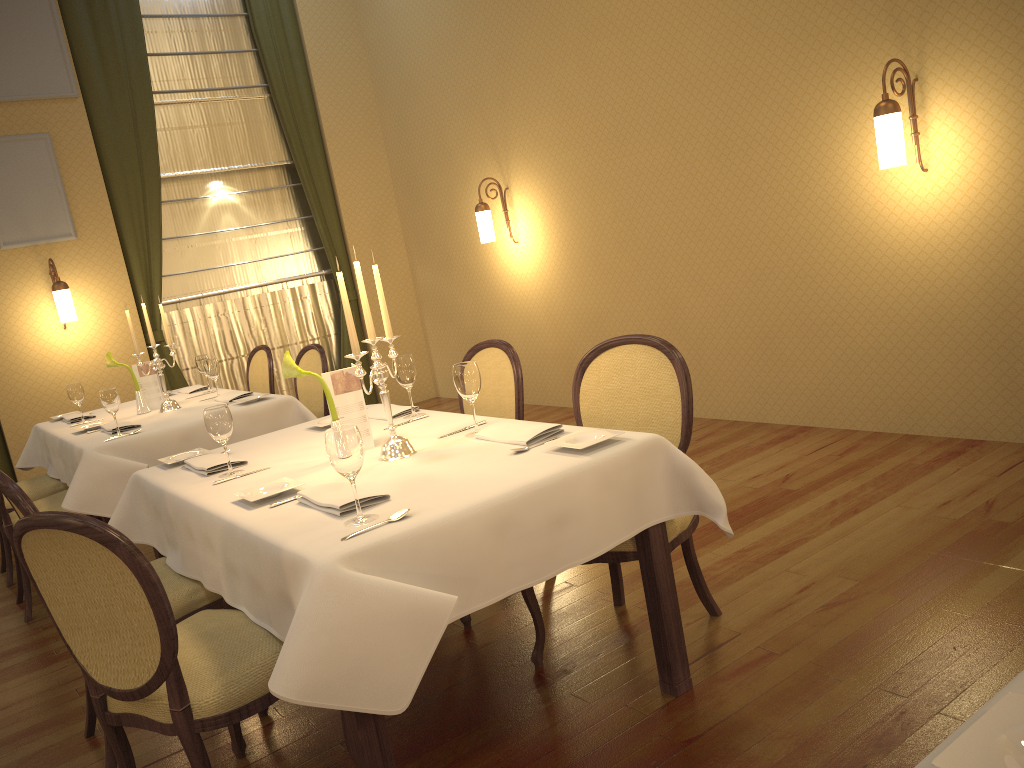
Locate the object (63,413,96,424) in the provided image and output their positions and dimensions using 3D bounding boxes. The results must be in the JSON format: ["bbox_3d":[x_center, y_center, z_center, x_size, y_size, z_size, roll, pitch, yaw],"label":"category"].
[{"bbox_3d":[-2.569,0.198,5.261,0.142,0.033,0.273,-17,11,-34],"label":"object"}]

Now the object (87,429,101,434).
[{"bbox_3d":[-2.113,0.230,4.612,0.185,0.010,0.017,-17,11,-32],"label":"object"}]

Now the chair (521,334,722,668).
[{"bbox_3d":[0.333,0.365,2.796,0.530,0.955,0.571,-4,12,35],"label":"chair"}]

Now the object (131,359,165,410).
[{"bbox_3d":[-2.049,0.004,5.074,0.081,0.277,0.166,-6,11,27],"label":"object"}]

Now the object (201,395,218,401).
[{"bbox_3d":[-1.701,0.073,5.080,0.185,0.010,0.017,-17,11,-33],"label":"object"}]

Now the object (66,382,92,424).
[{"bbox_3d":[-2.478,0.109,5.070,0.088,0.229,0.088,-8,10,14],"label":"object"}]

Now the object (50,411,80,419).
[{"bbox_3d":[-2.747,0.201,5.464,0.160,0.024,0.160,-17,11,-34],"label":"object"}]

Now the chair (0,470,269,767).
[{"bbox_3d":[-1.217,0.653,2.830,0.571,0.955,0.530,-17,11,-34],"label":"chair"}]

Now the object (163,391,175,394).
[{"bbox_3d":[-2.238,0.075,5.634,0.160,0.024,0.160,-17,11,-34],"label":"object"}]

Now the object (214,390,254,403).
[{"bbox_3d":[-1.522,0.069,4.848,0.142,0.033,0.273,-17,11,-34],"label":"object"}]

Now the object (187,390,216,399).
[{"bbox_3d":[-1.866,0.065,5.314,0.185,0.010,0.017,-17,11,-33],"label":"object"}]

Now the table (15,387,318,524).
[{"bbox_3d":[-1.955,0.506,5.126,1.385,0.759,2.152,-17,11,-33],"label":"table"}]

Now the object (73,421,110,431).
[{"bbox_3d":[-2.222,0.231,4.688,0.160,0.024,0.160,-17,11,-34],"label":"object"}]

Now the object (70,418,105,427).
[{"bbox_3d":[-2.403,0.215,5.024,0.185,0.010,0.017,-17,11,-32],"label":"object"}]

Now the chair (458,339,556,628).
[{"bbox_3d":[-0.198,0.351,3.474,0.571,0.955,0.530,-17,11,-34],"label":"chair"}]

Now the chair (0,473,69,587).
[{"bbox_3d":[-2.755,0.578,5.014,0.571,0.955,0.530,-17,11,-34],"label":"chair"}]

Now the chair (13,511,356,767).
[{"bbox_3d":[-0.792,0.677,2.210,0.530,0.955,0.571,-5,11,31],"label":"chair"}]

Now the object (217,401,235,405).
[{"bbox_3d":[-1.469,0.093,4.685,0.181,0.015,0.038,-17,11,-32],"label":"object"}]

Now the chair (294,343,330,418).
[{"bbox_3d":[-1.251,0.300,4.970,0.571,0.955,0.530,-17,11,-34],"label":"chair"}]

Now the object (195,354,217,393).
[{"bbox_3d":[-1.870,-0.063,5.408,0.088,0.229,0.088,-8,10,14],"label":"object"}]

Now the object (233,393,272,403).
[{"bbox_3d":[-1.342,0.082,4.584,0.160,0.024,0.160,-17,11,-34],"label":"object"}]

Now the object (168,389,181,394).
[{"bbox_3d":[-2.195,0.043,5.801,0.181,0.015,0.038,-17,11,-32],"label":"object"}]

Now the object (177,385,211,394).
[{"bbox_3d":[-2.027,0.033,5.652,0.142,0.024,0.273,-17,11,-34],"label":"object"}]

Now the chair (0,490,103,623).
[{"bbox_3d":[-2.310,0.600,4.383,0.571,0.955,0.530,-17,11,-34],"label":"chair"}]

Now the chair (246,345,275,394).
[{"bbox_3d":[-1.736,0.276,5.659,0.571,0.955,0.530,-17,11,-34],"label":"chair"}]

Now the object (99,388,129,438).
[{"bbox_3d":[-1.917,0.138,4.266,0.088,0.229,0.088,-8,10,14],"label":"object"}]

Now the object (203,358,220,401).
[{"bbox_3d":[-1.668,-0.029,4.974,0.088,0.229,0.088,-8,10,14],"label":"object"}]

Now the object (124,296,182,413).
[{"bbox_3d":[-1.949,-0.170,4.850,0.131,0.655,0.390,-7,10,21],"label":"object"}]

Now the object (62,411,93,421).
[{"bbox_3d":[-2.651,0.196,5.406,0.181,0.015,0.038,-17,11,-32],"label":"object"}]

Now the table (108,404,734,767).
[{"bbox_3d":[-0.415,0.581,2.941,1.385,0.759,2.152,-17,11,-33],"label":"table"}]

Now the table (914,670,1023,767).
[{"bbox_3d":[1.306,0.665,0.497,1.385,0.759,2.152,-17,11,-33],"label":"table"}]

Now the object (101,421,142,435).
[{"bbox_3d":[-1.981,0.216,4.488,0.142,0.033,0.273,-17,11,-34],"label":"object"}]

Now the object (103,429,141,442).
[{"bbox_3d":[-1.851,0.246,4.209,0.181,0.015,0.038,-17,11,-32],"label":"object"}]
